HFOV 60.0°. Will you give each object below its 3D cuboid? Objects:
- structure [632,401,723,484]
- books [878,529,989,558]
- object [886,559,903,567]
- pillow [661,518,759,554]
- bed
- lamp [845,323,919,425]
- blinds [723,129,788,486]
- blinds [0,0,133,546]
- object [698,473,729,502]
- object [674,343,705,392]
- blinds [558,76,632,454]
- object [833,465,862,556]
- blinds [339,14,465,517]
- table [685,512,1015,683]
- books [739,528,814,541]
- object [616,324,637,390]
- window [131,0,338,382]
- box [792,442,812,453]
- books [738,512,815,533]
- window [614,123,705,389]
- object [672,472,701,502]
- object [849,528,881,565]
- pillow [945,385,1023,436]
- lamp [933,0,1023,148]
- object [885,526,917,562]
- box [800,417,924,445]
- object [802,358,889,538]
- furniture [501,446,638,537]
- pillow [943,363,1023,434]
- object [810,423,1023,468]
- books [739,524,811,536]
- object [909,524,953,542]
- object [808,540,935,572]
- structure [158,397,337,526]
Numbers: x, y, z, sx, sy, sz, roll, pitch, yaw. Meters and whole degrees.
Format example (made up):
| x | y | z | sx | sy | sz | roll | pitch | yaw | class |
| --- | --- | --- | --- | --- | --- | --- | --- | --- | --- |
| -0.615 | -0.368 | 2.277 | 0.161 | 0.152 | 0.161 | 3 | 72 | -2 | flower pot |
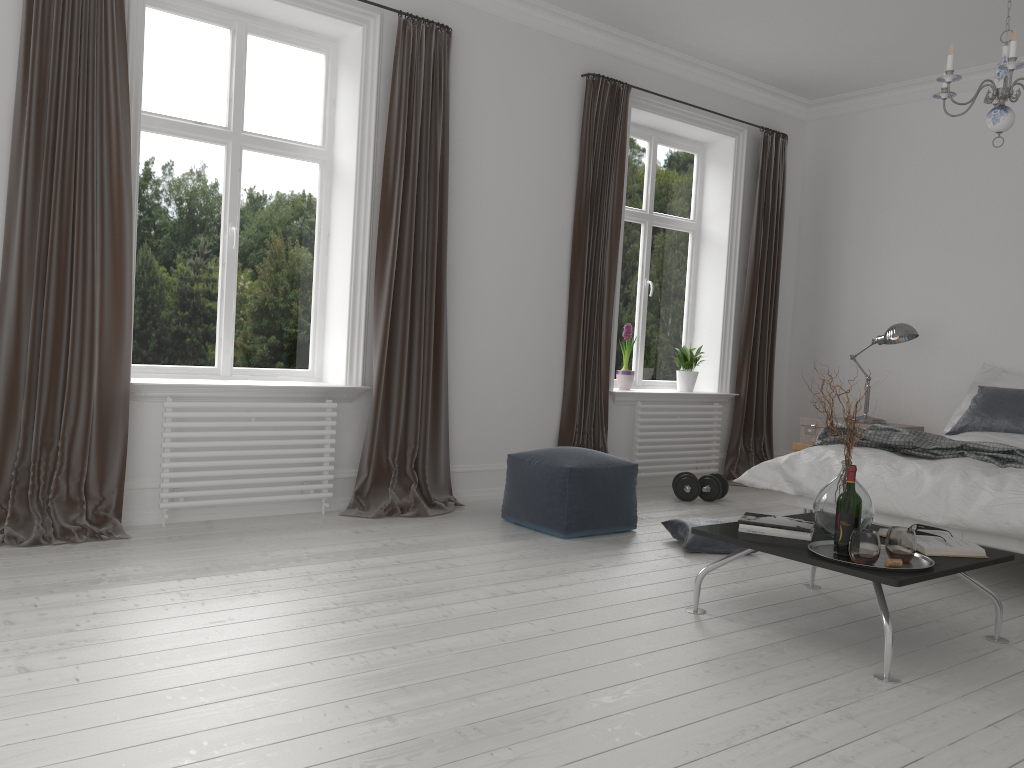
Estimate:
| x | y | z | sx | sy | sz | roll | pitch | yaw | class |
| --- | --- | --- | --- | --- | --- | --- | --- | --- | --- |
| 1.171 | 0.460 | 6.399 | 0.887 | 0.670 | 0.114 | 1 | 3 | -38 | structure |
| 1.519 | 0.569 | 3.224 | 0.231 | 0.040 | 0.342 | 3 | 3 | -6 | books |
| 1.231 | 0.576 | 2.857 | 0.046 | 0.024 | 0.024 | 3 | 3 | -8 | object |
| 0.987 | 0.748 | 4.442 | 0.391 | 0.121 | 0.381 | 3 | 3 | -8 | pillow |
| 2.805 | 0.456 | 4.545 | 2.473 | 0.926 | 2.217 | 1 | 3 | -38 | bed |
| 2.549 | -0.071 | 6.128 | 0.269 | 0.699 | 0.488 | 1 | 3 | -38 | lamp |
| 1.987 | -0.580 | 6.766 | 0.779 | 2.680 | 0.327 | 1 | 4 | -43 | blinds |
| -1.890 | -0.672 | 3.761 | 0.595 | 2.681 | 0.246 | 2 | 3 | -30 | blinds |
| 1.330 | 0.685 | 5.886 | 0.179 | 0.179 | 0.326 | 5 | 3 | 32 | object |
| 1.324 | -0.130 | 6.696 | 0.284 | 0.369 | 0.215 | 5 | 3 | 30 | object |
| 0.596 | -0.614 | 5.723 | 0.582 | 2.681 | 0.294 | 2 | 3 | -31 | blinds |
| 1.137 | 0.424 | 2.991 | 0.081 | 0.303 | 0.081 | 2 | 3 | -21 | object |
| -0.496 | -0.638 | 4.812 | 0.769 | 2.680 | 0.318 | 1 | 3 | -43 | blinds |
| 1.222 | 0.727 | 3.243 | 0.824 | 0.313 | 0.833 | 1 | 3 | -38 | table |
| 0.992 | 0.546 | 3.322 | 0.259 | 0.014 | 0.191 | 4 | 3 | 21 | books |
| 0.820 | -0.196 | 6.348 | 0.129 | 0.476 | 0.129 | 4 | 3 | 12 | object |
| -1.469 | -0.973 | 4.688 | 1.112 | 1.956 | 0.120 | 1 | 3 | -38 | window |
| 2.408 | 0.540 | 6.292 | 0.537 | 0.185 | 0.647 | 1 | 3 | -38 | box |
| 0.994 | 0.518 | 3.329 | 0.257 | 0.012 | 0.207 | 4 | 3 | 23 | books |
| 1.021 | -0.914 | 6.630 | 1.112 | 1.956 | 0.120 | 1 | 3 | -38 | window |
| 1.150 | 0.676 | 5.851 | 0.179 | 0.179 | 0.326 | 4 | 3 | 7 | object |
| 1.143 | 0.528 | 2.875 | 0.095 | 0.106 | 0.095 | 2 | 3 | -27 | object |
| 3.127 | 0.198 | 5.332 | 0.405 | 0.329 | 0.837 | 1 | 3 | -38 | pillow |
| 2.089 | -1.559 | 3.726 | 0.528 | 1.123 | 0.594 | 1 | 3 | -38 | lamp |
| 1.295 | 0.534 | 2.954 | 0.095 | 0.106 | 0.095 | 2 | 3 | -27 | object |
| 2.447 | 0.361 | 6.247 | 0.537 | 0.185 | 0.647 | 1 | 3 | -38 | box |
| 1.200 | 0.233 | 3.278 | 0.291 | 0.666 | 0.313 | 4 | 3 | 15 | object |
| 0.315 | 0.551 | 4.763 | 0.646 | 0.423 | 0.646 | 1 | 3 | -37 | furniture |
| 3.576 | 0.183 | 5.095 | 0.465 | 0.529 | 1.965 | 1 | 3 | -39 | pillow |
| 2.302 | 0.455 | 4.141 | 0.536 | 0.377 | 2.154 | 2 | 3 | -35 | object |
| 0.989 | 0.531 | 3.324 | 0.254 | 0.014 | 0.191 | 4 | 3 | 20 | books |
| 1.517 | 0.539 | 3.222 | 0.135 | 0.030 | 0.141 | 5 | 3 | 37 | object |
| 1.218 | 0.595 | 3.082 | 0.395 | 0.063 | 0.622 | 4 | 3 | 11 | object |
| -1.322 | 0.401 | 4.458 | 0.887 | 0.670 | 0.120 | 1 | 3 | -38 | structure |
